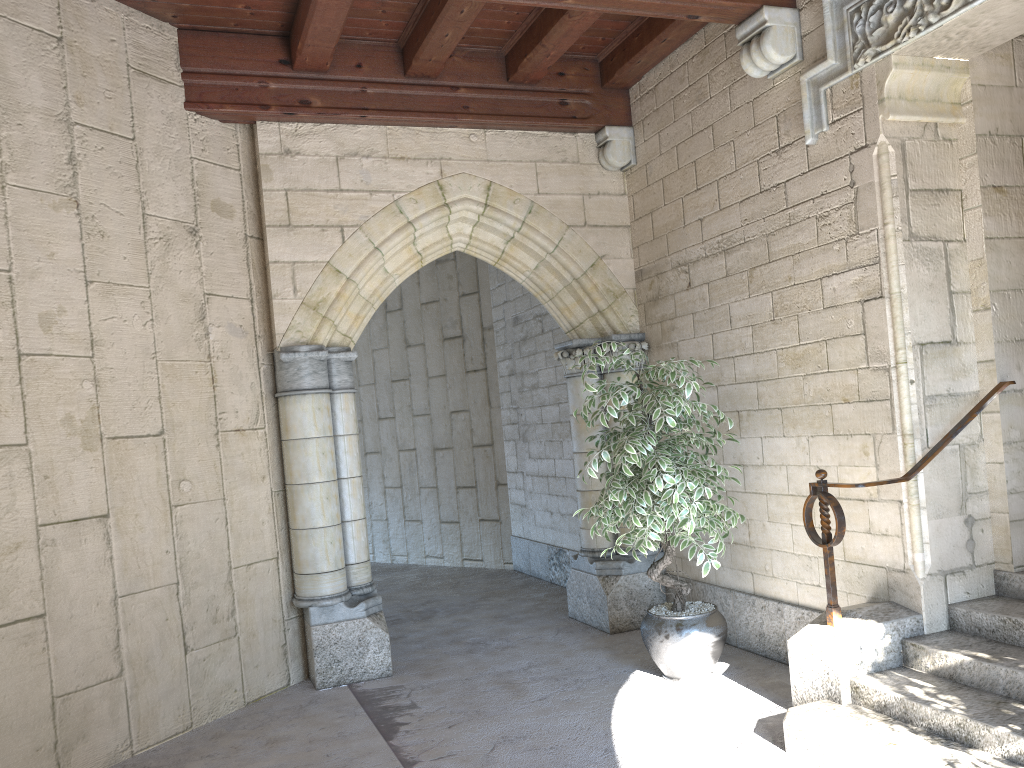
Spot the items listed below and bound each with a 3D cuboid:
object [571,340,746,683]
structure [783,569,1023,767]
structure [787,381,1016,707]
[{"bbox_3d":[0.690,0.585,4.133,0.787,1.618,0.751,-5,0,10],"label":"object"},{"bbox_3d":[2.370,0.795,3.068,2.570,0.809,1.464,-4,-2,-21],"label":"structure"},{"bbox_3d":[1.579,0.657,3.518,0.886,1.261,0.477,-5,0,-21],"label":"structure"}]
